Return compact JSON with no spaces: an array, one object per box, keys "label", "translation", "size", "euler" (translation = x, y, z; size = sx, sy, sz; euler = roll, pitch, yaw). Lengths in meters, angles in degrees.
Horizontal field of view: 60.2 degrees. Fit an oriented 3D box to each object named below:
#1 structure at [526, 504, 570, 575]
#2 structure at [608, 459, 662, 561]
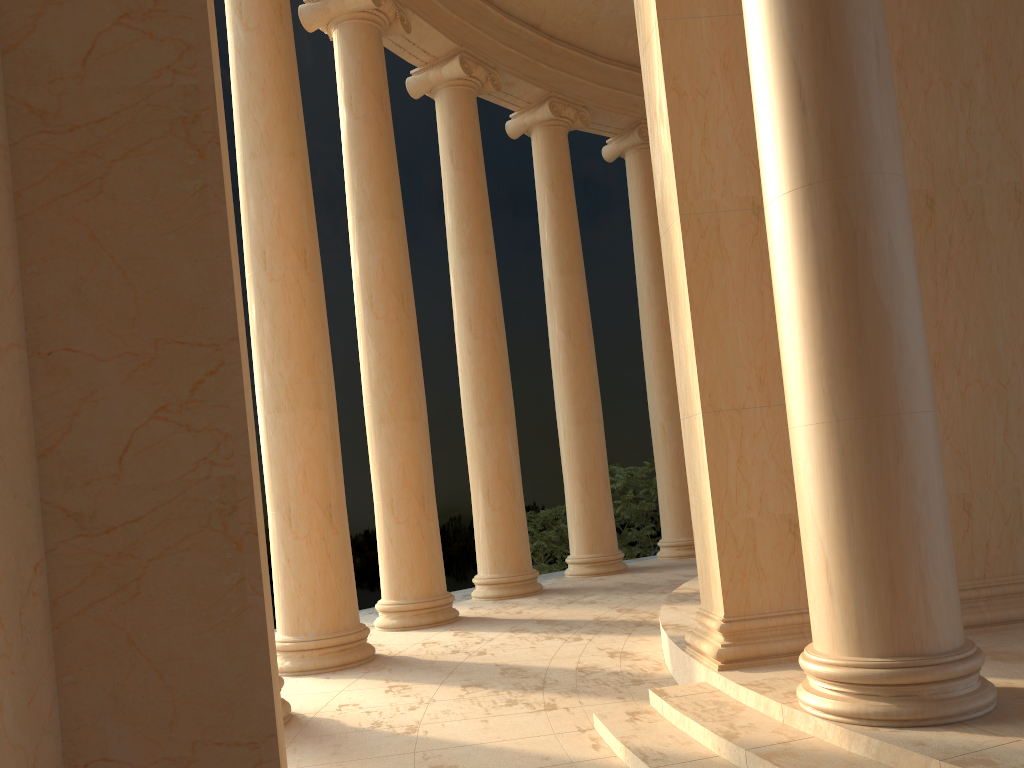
[{"label":"structure","translation":[54.396,304.750,1514.624],"size":[149.408,187.727,156.085],"euler":[-7,-4,7]},{"label":"structure","translation":[240.501,282.665,1601.965],"size":[247.059,298.538,238.661],"euler":[-6,-4,-2]}]
